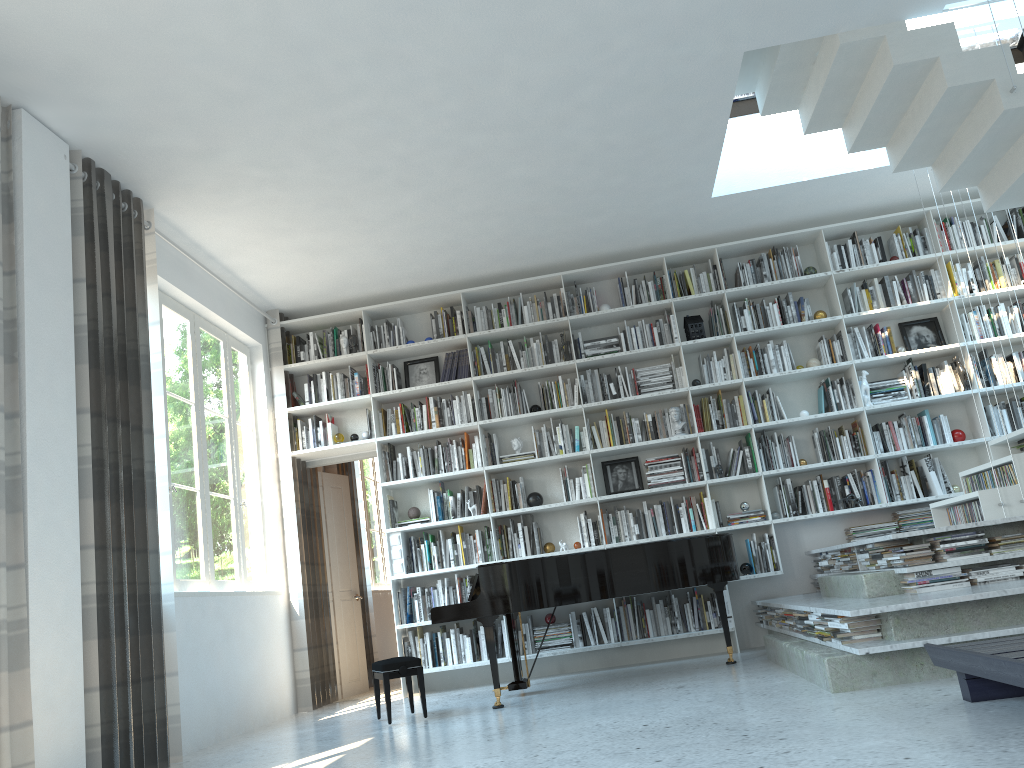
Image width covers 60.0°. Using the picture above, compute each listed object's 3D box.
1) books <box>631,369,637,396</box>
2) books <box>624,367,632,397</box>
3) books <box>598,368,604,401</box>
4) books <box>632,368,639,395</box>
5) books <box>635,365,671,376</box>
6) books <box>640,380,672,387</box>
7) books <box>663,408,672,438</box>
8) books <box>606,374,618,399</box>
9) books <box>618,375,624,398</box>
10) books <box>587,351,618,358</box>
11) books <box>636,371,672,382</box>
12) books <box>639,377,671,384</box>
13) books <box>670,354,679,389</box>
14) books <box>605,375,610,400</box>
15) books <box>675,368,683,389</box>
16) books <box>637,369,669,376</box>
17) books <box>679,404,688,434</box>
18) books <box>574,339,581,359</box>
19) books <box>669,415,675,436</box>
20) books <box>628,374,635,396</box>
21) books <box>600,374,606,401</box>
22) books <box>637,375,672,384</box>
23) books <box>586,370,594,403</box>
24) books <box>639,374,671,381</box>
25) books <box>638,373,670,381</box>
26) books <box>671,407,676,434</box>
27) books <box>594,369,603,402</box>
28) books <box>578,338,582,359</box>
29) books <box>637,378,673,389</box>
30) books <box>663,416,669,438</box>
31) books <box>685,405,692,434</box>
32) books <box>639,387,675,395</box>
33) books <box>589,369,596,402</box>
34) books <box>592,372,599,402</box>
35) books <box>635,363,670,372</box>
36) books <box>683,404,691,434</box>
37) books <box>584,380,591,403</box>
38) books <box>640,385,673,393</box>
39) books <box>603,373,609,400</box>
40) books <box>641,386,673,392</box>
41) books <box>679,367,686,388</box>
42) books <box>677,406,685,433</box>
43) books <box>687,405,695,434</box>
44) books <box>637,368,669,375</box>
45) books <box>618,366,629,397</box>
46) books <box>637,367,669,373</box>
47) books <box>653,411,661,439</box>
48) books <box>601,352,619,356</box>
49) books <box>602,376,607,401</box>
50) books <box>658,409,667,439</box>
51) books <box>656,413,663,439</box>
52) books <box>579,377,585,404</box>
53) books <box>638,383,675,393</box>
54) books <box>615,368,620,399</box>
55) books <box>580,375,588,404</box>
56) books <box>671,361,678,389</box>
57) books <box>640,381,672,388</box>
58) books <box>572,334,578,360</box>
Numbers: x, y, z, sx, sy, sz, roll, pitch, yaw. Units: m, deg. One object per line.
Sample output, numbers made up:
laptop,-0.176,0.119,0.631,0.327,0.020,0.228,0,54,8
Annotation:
books,0.986,0.019,7.166,0.015,0.244,0.183,-9,-13,5
books,0.942,0.013,7.166,0.021,0.268,0.192,-9,-13,5
books,0.726,0.036,7.200,0.011,0.299,0.180,-9,-13,5
books,0.998,0.013,7.153,0.013,0.246,0.177,-9,-13,5
books,1.139,-0.109,7.177,0.285,0.012,0.160,-8,-14,0
books,1.157,0.011,7.156,0.254,0.012,0.161,-9,-14,3
books,1.245,0.334,7.076,0.024,0.258,0.127,-9,-13,5
books,0.817,0.050,7.179,0.066,0.236,0.154,-9,-13,5
books,0.885,0.051,7.177,0.024,0.216,0.148,-9,-13,5
books,0.748,-0.223,7.253,0.254,0.012,0.161,-11,-14,10
books,1.147,-0.058,7.175,0.285,0.012,0.160,-9,-14,4
books,1.154,-0.011,7.164,0.254,0.012,0.161,-10,-14,6
books,1.315,-0.070,7.155,0.012,0.318,0.140,-9,-13,5
books,0.779,0.057,7.189,0.011,0.239,0.148,-9,-13,5
books,1.344,-0.016,7.137,0.029,0.198,0.172,-9,-13,5
books,1.144,-0.072,7.169,0.254,0.012,0.161,-11,-14,10
books,1.372,0.305,7.074,0.025,0.278,0.108,-9,-13,5
books,0.545,-0.249,7.275,0.027,0.201,0.168,-9,-13,5
books,1.277,0.357,7.065,0.035,0.201,0.149,-9,-13,5
books,0.970,0.038,7.173,0.024,0.215,0.132,-9,-13,5
books,0.740,0.058,7.196,0.011,0.251,0.153,-9,-13,5
books,1.152,-0.024,7.162,0.285,0.012,0.160,-10,-14,8
books,0.641,0.051,7.205,0.026,0.296,0.179,-9,-13,5
books,1.150,-0.036,7.165,0.254,0.012,0.161,-9,-14,2
books,1.148,-0.047,7.170,0.254,0.012,0.161,-10,-14,7
books,1.297,0.325,7.078,0.014,0.262,0.135,-9,-13,5
books,0.708,0.043,7.209,0.029,0.294,0.151,-9,-13,5
books,0.565,-0.257,7.287,0.013,0.217,0.141,-9,-13,5
books,1.155,0.000,7.161,0.285,0.012,0.160,-10,-14,6
books,1.227,0.364,7.078,0.022,0.206,0.114,-9,-13,5
books,1.406,0.307,7.065,0.014,0.260,0.137,-9,-13,5
books,1.166,0.070,7.145,0.285,0.012,0.160,-10,-14,6
books,0.662,0.044,7.223,0.014,0.312,0.134,-9,-13,5
books,0.681,0.058,7.191,0.025,0.265,0.185,-9,-13,5
books,1.138,-0.118,7.187,0.285,0.012,0.160,-10,-14,7
books,1.390,0.304,7.055,0.014,0.265,0.154,-9,-13,5
books,0.622,0.092,7.216,0.027,0.228,0.147,-9,-13,5
books,1.162,0.047,7.150,0.254,0.012,0.161,-9,-14,4
books,0.766,0.054,7.190,0.014,0.249,0.173,-9,-13,5
books,1.164,0.059,7.149,0.254,0.012,0.161,-9,-14,5
books,1.373,-0.023,7.140,0.030,0.204,0.158,-9,-13,5
books,1.348,0.316,7.064,0.025,0.259,0.130,-9,-13,5
books,1.425,0.304,7.070,0.023,0.264,0.107,-9,-13,5
books,1.143,-0.084,7.178,0.254,0.012,0.161,-10,-14,7
books,0.908,0.011,7.185,0.049,0.290,0.162,-9,-13,5
books,1.142,-0.094,7.186,0.254,0.012,0.161,-9,-14,5
books,1.155,0.349,7.056,0.012,0.244,0.186,-9,-13,5
books,0.750,-0.210,7.254,0.285,0.012,0.160,-10,-14,8
books,0.754,0.065,7.193,0.014,0.232,0.147,-9,-13,5
books,1.198,0.340,7.070,0.025,0.258,0.151,-9,-13,5
books,1.178,0.362,7.088,0.025,0.229,0.143,-9,-13,5
books,0.575,0.086,7.218,0.012,0.253,0.161,-9,-13,5
books,1.160,0.034,7.148,0.285,0.012,0.160,-9,-14,2
books,0.859,0.023,7.193,0.022,0.284,0.131,-9,-13,5
books,0.591,0.074,7.208,0.026,0.266,0.171,-9,-13,5
books,1.306,-0.040,7.134,0.012,0.253,0.161,-9,-13,5
books,1.159,0.023,7.153,0.254,0.012,0.161,-10,-14,7
books,0.524,-0.267,7.302,0.012,0.253,0.161,-9,-13,5
